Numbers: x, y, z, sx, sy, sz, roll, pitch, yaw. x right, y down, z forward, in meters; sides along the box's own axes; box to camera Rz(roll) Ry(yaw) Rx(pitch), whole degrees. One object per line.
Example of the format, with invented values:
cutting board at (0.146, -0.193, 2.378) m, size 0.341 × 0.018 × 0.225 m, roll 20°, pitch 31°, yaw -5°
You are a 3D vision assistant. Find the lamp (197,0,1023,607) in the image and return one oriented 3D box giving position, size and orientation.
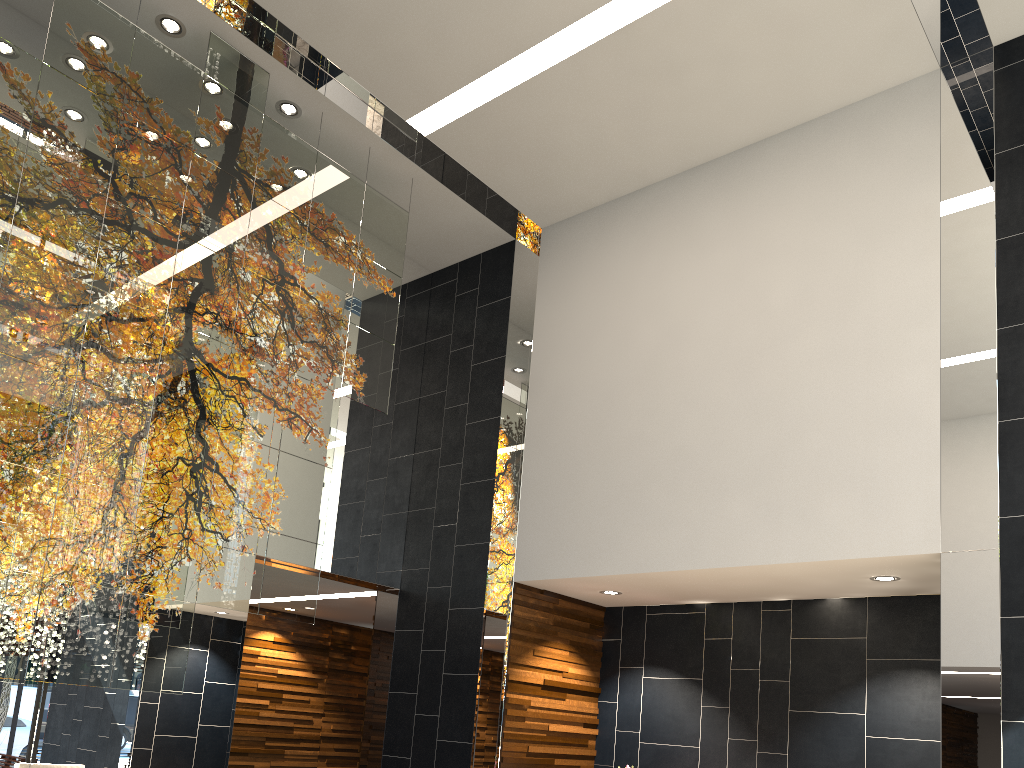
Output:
lamp at (0.154, -41.338, 12.946) m, size 405.770 × 107.942 × 417.730 m, roll 13°, pitch -23°, yaw -21°

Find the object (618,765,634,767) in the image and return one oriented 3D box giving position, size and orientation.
object at (0.920, 3.329, 6.761) m, size 0.665 × 0.639 × 0.726 m, roll -5°, pitch -19°, yaw 31°
